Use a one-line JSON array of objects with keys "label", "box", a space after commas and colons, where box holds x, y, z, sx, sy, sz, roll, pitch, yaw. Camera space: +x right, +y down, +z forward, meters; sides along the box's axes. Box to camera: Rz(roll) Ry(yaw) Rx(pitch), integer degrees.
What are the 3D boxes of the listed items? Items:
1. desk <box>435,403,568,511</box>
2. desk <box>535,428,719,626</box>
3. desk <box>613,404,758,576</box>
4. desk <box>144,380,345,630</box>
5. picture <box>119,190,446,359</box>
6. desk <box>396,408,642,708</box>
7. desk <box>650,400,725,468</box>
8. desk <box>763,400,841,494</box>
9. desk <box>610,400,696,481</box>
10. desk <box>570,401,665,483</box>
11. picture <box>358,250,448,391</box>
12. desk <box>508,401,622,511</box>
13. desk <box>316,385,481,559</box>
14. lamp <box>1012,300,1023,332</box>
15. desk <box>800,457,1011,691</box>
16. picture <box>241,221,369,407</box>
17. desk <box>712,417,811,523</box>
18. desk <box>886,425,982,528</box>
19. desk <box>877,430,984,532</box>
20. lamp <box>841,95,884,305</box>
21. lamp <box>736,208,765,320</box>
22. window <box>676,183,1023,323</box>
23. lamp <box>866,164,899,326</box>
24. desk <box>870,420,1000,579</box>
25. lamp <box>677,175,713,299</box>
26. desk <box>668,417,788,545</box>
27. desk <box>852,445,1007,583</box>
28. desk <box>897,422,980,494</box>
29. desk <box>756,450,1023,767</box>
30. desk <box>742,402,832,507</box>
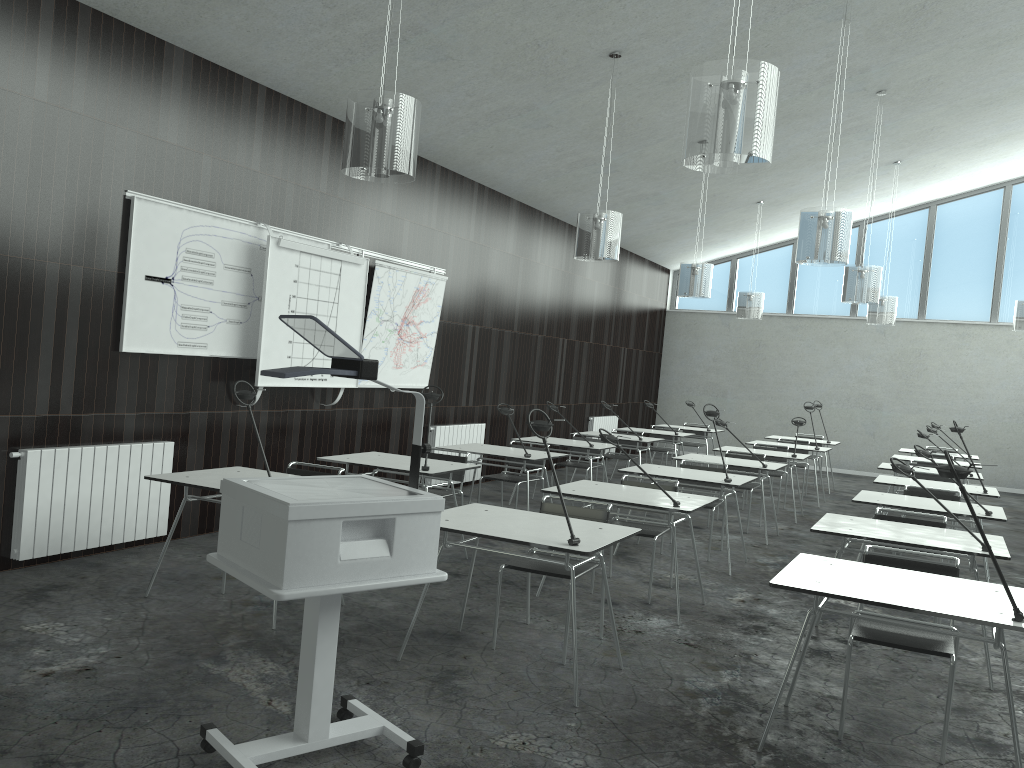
[{"label": "desk", "box": [-0.087, 0.757, 7.350, 0.900, 1.153, 0.700, 5, 2, 26]}, {"label": "desk", "box": [0.707, 0.875, 5.327, 0.900, 1.153, 0.700, 5, 2, 26]}, {"label": "desk", "box": [1.328, 0.808, 6.675, 0.900, 1.321, 0.700, 5, 2, 26]}, {"label": "desk", "box": [-1.371, 0.633, 4.733, 0.900, 1.321, 0.700, 5, 2, 26]}, {"label": "picture", "box": [-1.545, -0.745, 7.158, 0.050, 1.102, 3.818, 5, 2, 26]}, {"label": "desk", "box": [0.052, 0.770, 4.038, 0.900, 1.321, 0.700, 5, 2, 26]}, {"label": "desk", "box": [2.484, 0.837, 12.582, 0.900, 1.153, 0.700, 5, 2, 26]}, {"label": "desk", "box": [3.890, 0.888, 11.878, 0.900, 1.321, 0.700, 5, 2, 26]}, {"label": "desk", "box": [1.801, 0.814, 11.269, 0.900, 1.153, 0.700, 5, 2, 25]}, {"label": "desk", "box": [1.182, 0.796, 9.976, 0.900, 1.153, 0.700, 5, 2, 26]}, {"label": "picture", "box": [-1.008, -0.589, 8.118, 0.163, 1.342, 1.211, 5, 2, 26]}, {"label": "desk", "box": [0.528, 0.775, 8.678, 0.900, 1.153, 0.700, 5, 2, 25]}, {"label": "desk", "box": [-0.768, 0.649, 6.066, 0.900, 1.321, 0.700, 5, 2, 25]}, {"label": "lamp", "box": [6.391, -2.133, 10.727, 0.350, 2.848, 0.359, 5, 2, 26]}, {"label": "desk", "box": [2.061, 1.006, 4.636, 0.900, 1.153, 0.700, 5, 2, 26]}, {"label": "picture", "box": [-1.589, -0.546, 6.866, 0.254, 1.508, 1.191, 5, 2, 26]}, {"label": "desk", "box": [2.599, 0.932, 9.249, 0.900, 1.153, 0.700, 5, 2, 25]}, {"label": "desk", "box": [4.704, 1.092, 9.868, 0.900, 1.153, 0.700, 5, 2, 27]}, {"label": "desk", "box": [4.024, 1.069, 8.564, 0.900, 1.153, 0.700, 5, 2, 26]}, {"label": "lamp", "box": [3.569, -2.048, 8.826, 0.350, 2.307, 0.359, 5, 2, 26]}, {"label": "lamp", "box": [3.345, -1.879, 12.227, 0.350, 1.761, 0.359, 5, 2, 26]}, {"label": "window", "box": [6.195, -2.651, 14.327, 7.052, 3.041, 0.010, 5, 2, 26]}, {"label": "lamp", "box": [4.876, -2.007, 11.473, 0.350, 2.307, 0.359, 5, 2, 26]}, {"label": "desk", "box": [3.445, 0.970, 7.222, 0.900, 1.321, 0.700, 5, 2, 26]}, {"label": "lamp", "box": [2.038, -1.920, 9.580, 0.350, 1.761, 0.359, 5, 2, 26]}, {"label": "desk", "box": [1.949, 0.911, 7.964, 0.900, 1.153, 0.700, 5, 2, 26]}, {"label": "desk", "box": [2.775, 1.032, 5.938, 0.900, 1.153, 0.700, 5, 2, 27]}, {"label": "desk", "box": [5.354, 1.113, 11.159, 0.900, 1.153, 0.700, 5, 2, 26]}, {"label": "desk", "box": [1.487, 0.907, 3.339, 0.900, 1.321, 0.700, 6, 2, 27]}, {"label": "desk", "box": [3.292, 0.873, 10.547, 0.900, 1.321, 0.700, 5, 2, 26]}]
